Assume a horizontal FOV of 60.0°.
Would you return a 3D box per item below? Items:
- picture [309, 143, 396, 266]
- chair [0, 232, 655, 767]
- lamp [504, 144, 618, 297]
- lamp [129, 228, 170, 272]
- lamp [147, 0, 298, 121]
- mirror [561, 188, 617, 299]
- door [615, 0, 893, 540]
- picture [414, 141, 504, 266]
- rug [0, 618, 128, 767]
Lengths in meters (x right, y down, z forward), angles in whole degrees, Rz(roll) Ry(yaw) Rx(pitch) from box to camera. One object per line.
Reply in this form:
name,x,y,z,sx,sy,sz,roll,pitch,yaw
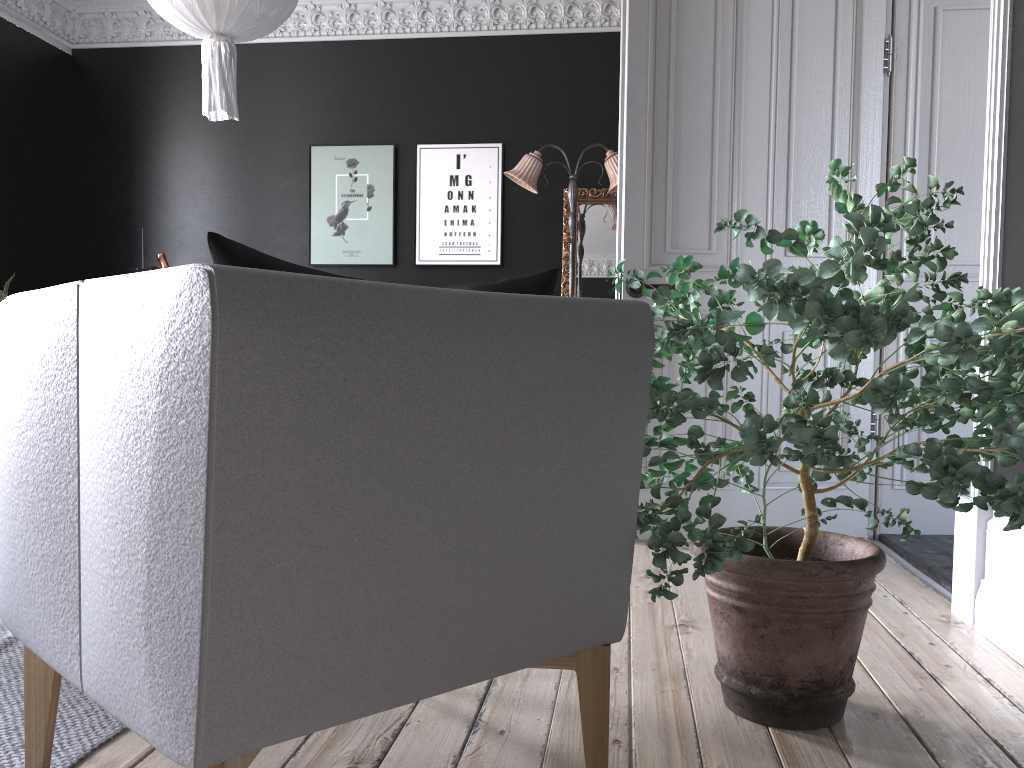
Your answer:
picture,-1.434,-1.599,7.926,0.791,1.079,0.014,1,3,7
chair,-0.291,0.234,1.424,0.818,0.863,0.769,-1,3,-42
lamp,0.473,-0.701,7.101,0.986,2.413,0.772,3,3,40
lamp,-3.361,-0.463,7.863,0.437,1.780,1.717,-2,3,-44
lamp,-1.410,-2.310,4.265,0.783,2.051,0.781,-1,3,-39
mirror,0.910,-0.593,7.586,0.991,2.194,0.254,1,3,7
door,0.952,-0.569,3.479,1.098,2.376,0.216,1,3,-5
picture,-0.472,-1.580,7.802,0.791,1.079,0.014,1,3,7
rug,-1.586,0.584,2.845,2.105,0.050,3.642,1,2,8
